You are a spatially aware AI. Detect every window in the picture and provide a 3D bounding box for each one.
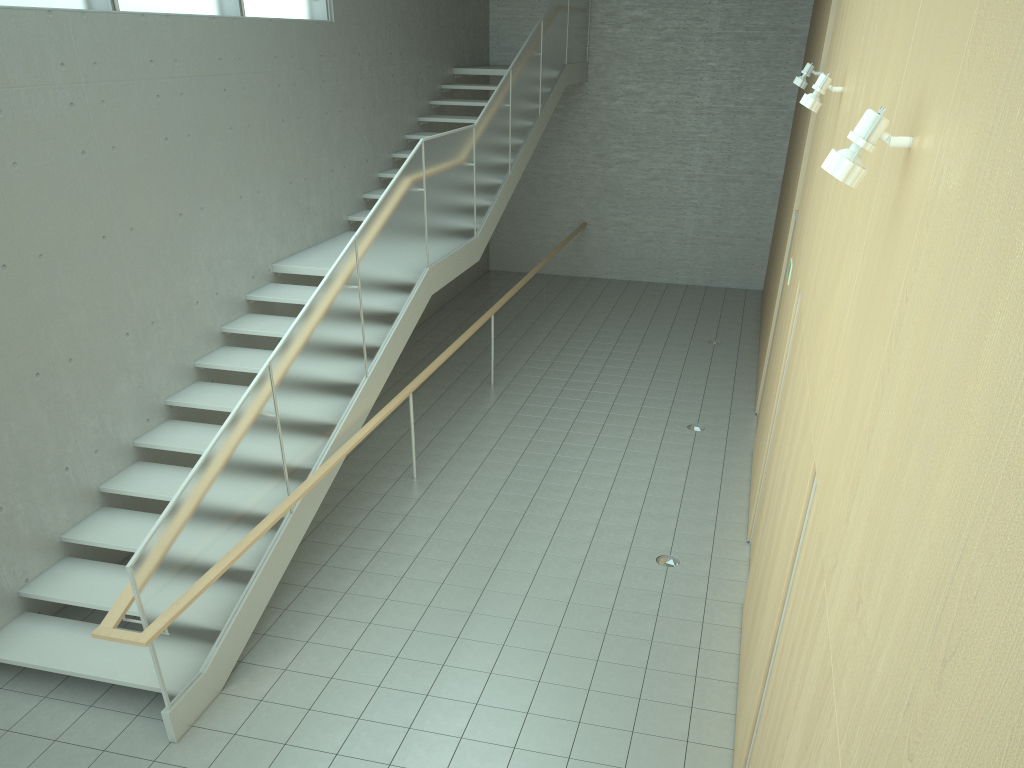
[{"bbox_3d":[-3.365,-2.945,2.603,0.030,3.179,13.810,9,24,14],"label":"window"}]

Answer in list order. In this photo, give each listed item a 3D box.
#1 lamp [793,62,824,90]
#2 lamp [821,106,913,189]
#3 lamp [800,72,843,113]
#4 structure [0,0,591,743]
[{"bbox_3d":[2.487,-2.591,7.142,0.232,0.224,0.123,-1,29,-5],"label":"lamp"},{"bbox_3d":[0.983,-0.654,2.350,0.232,0.224,0.123,-1,29,-5],"label":"lamp"},{"bbox_3d":[1.760,-1.655,4.826,0.232,0.224,0.123,-1,29,-5],"label":"lamp"},{"bbox_3d":[-1.188,-1.772,8.837,1.868,4.862,11.127,9,25,14],"label":"structure"}]
